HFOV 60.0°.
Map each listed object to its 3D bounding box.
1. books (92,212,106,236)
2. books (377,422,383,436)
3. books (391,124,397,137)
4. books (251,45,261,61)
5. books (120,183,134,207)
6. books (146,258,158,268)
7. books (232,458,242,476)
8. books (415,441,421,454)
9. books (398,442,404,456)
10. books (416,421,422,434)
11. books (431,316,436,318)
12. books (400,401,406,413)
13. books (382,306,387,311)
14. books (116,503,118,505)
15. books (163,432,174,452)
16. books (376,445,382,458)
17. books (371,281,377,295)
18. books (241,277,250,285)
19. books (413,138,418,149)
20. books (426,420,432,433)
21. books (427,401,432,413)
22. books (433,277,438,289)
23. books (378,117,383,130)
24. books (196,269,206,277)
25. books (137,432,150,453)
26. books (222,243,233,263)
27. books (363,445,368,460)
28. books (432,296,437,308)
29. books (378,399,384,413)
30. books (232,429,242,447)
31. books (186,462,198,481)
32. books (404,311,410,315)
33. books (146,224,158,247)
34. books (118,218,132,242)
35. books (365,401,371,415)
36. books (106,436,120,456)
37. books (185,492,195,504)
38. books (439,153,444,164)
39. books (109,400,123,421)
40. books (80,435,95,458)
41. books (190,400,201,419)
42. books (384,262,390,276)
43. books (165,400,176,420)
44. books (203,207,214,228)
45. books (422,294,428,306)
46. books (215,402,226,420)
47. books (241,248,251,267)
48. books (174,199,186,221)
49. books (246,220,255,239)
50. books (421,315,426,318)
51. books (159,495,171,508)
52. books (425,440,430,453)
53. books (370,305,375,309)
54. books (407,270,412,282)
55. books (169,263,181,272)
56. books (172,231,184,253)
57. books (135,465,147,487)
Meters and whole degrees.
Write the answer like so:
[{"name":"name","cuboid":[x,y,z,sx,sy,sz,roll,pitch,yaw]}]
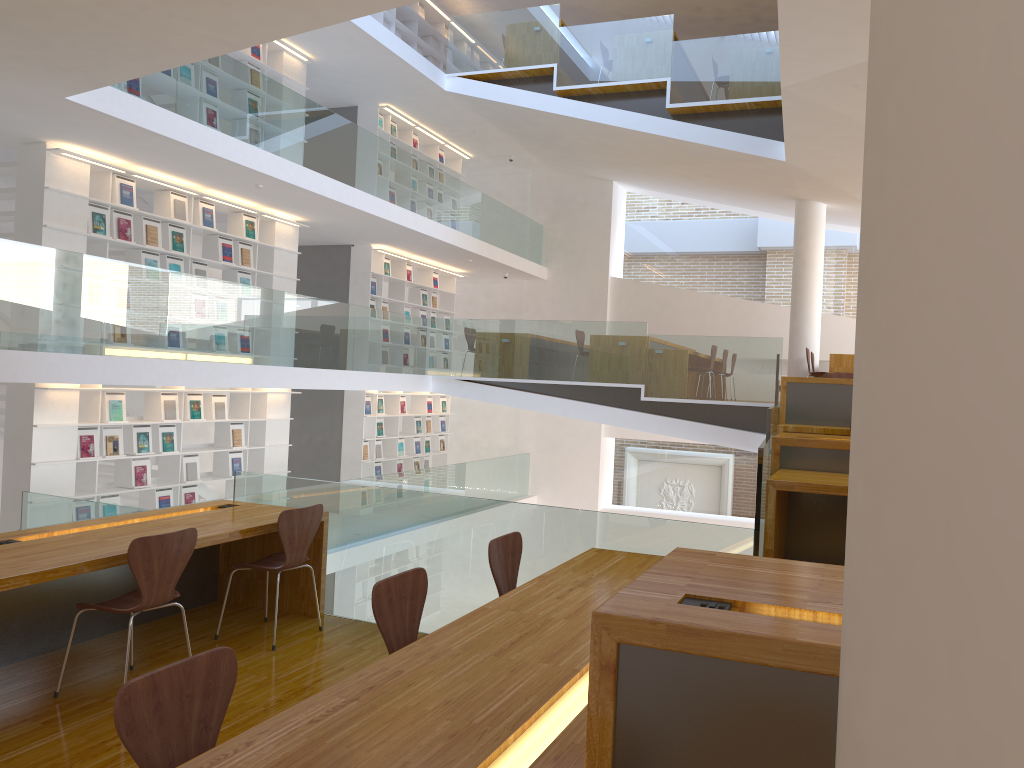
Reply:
[{"name":"books","cuboid":[-3.822,-1.477,8.212,0.037,0.210,0.145,3,0,22]},{"name":"books","cuboid":[-1.965,0.680,13.226,0.037,0.210,0.145,3,0,22]},{"name":"books","cuboid":[-1.765,-3.751,13.217,0.037,0.210,0.145,3,0,22]},{"name":"books","cuboid":[-2.932,-3.794,10.147,0.037,0.210,0.145,3,0,22]},{"name":"books","cuboid":[-3.688,-1.806,8.495,0.037,0.210,0.145,3,0,22]},{"name":"books","cuboid":[-3.585,-1.135,8.829,0.037,0.210,0.145,3,0,22]},{"name":"books","cuboid":[-3.148,0.951,10.153,0.037,0.210,0.145,3,0,22]},{"name":"books","cuboid":[-1.521,1.036,14.366,0.037,0.210,0.145,3,0,22]},{"name":"books","cuboid":[-1.732,1.019,13.850,0.037,0.210,0.145,3,0,22]},{"name":"books","cuboid":[-1.508,0.700,14.368,0.037,0.210,0.145,3,0,22]},{"name":"books","cuboid":[-1.299,-1.007,14.680,0.037,0.210,0.145,3,0,22]},{"name":"books","cuboid":[-1.702,0.375,13.850,0.037,0.210,0.145,3,0,22]},{"name":"books","cuboid":[-1.896,-1.047,13.204,0.037,0.210,0.145,3,0,22]},{"name":"books","cuboid":[-3.833,1.256,8.488,0.037,0.210,0.145,3,0,22]},{"name":"books","cuboid":[-3.540,0.603,9.140,0.037,0.210,0.145,3,0,22]},{"name":"books","cuboid":[-1.986,1.011,13.211,0.037,0.210,0.145,3,0,22]},{"name":"books","cuboid":[-2.013,-1.381,12.868,0.037,0.210,0.145,3,0,22]},{"name":"books","cuboid":[-3.050,-1.109,10.158,0.037,0.210,0.145,3,0,22]},{"name":"books","cuboid":[-1.509,-3.722,13.855,0.037,0.210,0.145,3,0,22]},{"name":"books","cuboid":[-1.377,0.706,14.693,0.037,0.210,0.145,3,0,22]},{"name":"books","cuboid":[-1.363,0.392,14.693,0.037,0.210,0.145,3,0,22]},{"name":"books","cuboid":[-1.266,-1.658,14.696,0.037,0.210,0.145,3,0,22]},{"name":"books","cuboid":[-1.914,-3.762,12.845,0.037,0.210,0.145,3,0,22]},{"name":"books","cuboid":[-3.322,-1.118,9.483,0.037,0.210,0.145,3,0,22]},{"name":"books","cuboid":[-3.670,0.586,8.828,0.037,0.210,0.145,3,0,22]},{"name":"books","cuboid":[-3.161,-1.450,9.852,0.037,0.210,0.145,3,0,22]},{"name":"books","cuboid":[-2.131,0.994,12.858,0.037,0.210,0.145,3,0,22]},{"name":"books","cuboid":[-1.281,-1.343,14.695,0.037,0.210,0.145,3,0,22]},{"name":"books","cuboid":[-1.960,0.326,13.206,0.037,0.210,0.145,3,0,22]},{"name":"books","cuboid":[-3.141,0.623,10.139,0.037,0.210,0.145,3,0,22]},{"name":"books","cuboid":[-3.420,0.947,9.477,0.037,0.210,0.145,3,0,22]},{"name":"books","cuboid":[-1.636,-1.031,13.852,0.037,0.210,0.145,3,0,22]},{"name":"books","cuboid":[-3.578,-1.468,8.816,0.037,0.210,0.145,3,0,22]},{"name":"books","cuboid":[-3.707,-1.476,8.494,0.037,0.210,0.145,3,0,22]},{"name":"books","cuboid":[-2.092,0.352,12.873,0.037,0.210,0.145,3,0,22]},{"name":"books","cuboid":[-3.819,0.601,8.482,0.037,0.210,0.145,3,0,22]},{"name":"books","cuboid":[-3.439,1.267,9.477,0.037,0.210,0.145,3,0,22]},{"name":"books","cuboid":[-1.170,-3.705,14.698,0.037,0.210,0.145,3,0,22]},{"name":"books","cuboid":[-3.788,0.261,8.487,0.037,0.210,0.145,3,0,22]},{"name":"books","cuboid":[-3.924,0.580,8.195,0.037,0.210,0.145,3,0,22]},{"name":"books","cuboid":[-3.384,0.281,9.490,0.037,0.210,0.145,3,0,22]},{"name":"books","cuboid":[-1.861,-1.703,13.215,0.037,0.210,0.145,3,0,22]},{"name":"books","cuboid":[-3.522,0.273,9.147,0.037,0.210,0.145,3,0,22]},{"name":"books","cuboid":[-3.267,-1.785,9.541,0.037,0.210,0.145,3,0,22]},{"name":"books","cuboid":[-1.412,-1.350,14.371,0.037,0.210,0.145,3,0,22]},{"name":"books","cuboid":[-3.240,0.308,9.851,0.037,0.210,0.145,3,0,22]},{"name":"books","cuboid":[-3.043,-1.441,10.145,0.037,0.210,0.145,3,0,22]},{"name":"books","cuboid":[-3.424,-1.791,9.152,0.037,0.210,0.145,3,0,22]},{"name":"books","cuboid":[-3.006,-1.770,10.191,0.037,0.210,0.145,3,0,22]},{"name":"books","cuboid":[-1.425,-1.013,14.369,0.037,0.210,0.145,3,0,22]},{"name":"books","cuboid":[-3.576,1.260,9.135,0.037,0.210,0.145,3,0,22]},{"name":"books","cuboid":[-1.396,1.042,14.678,0.037,0.210,0.145,3,0,22]},{"name":"books","cuboid":[-2.031,-1.044,12.861,0.037,0.210,0.145,3,0,22]},{"name":"books","cuboid":[-1.605,-1.675,13.853,0.037,0.210,0.145,3,0,22]},{"name":"books","cuboid":[-3.466,-1.132,9.132,0.037,0.210,0.145,3,0,22]},{"name":"books","cuboid":[-3.442,-1.461,9.145,0.037,0.210,0.145,3,0,22]},{"name":"books","cuboid":[-3.688,0.919,8.818,0.037,0.210,0.145,3,0,22]}]
